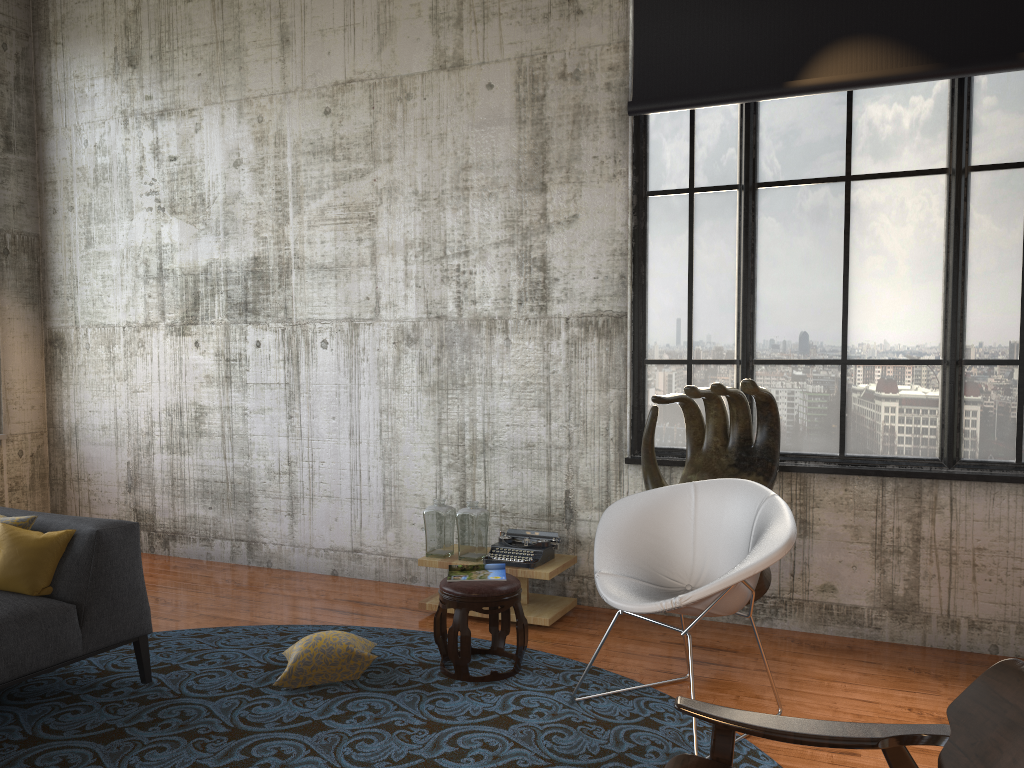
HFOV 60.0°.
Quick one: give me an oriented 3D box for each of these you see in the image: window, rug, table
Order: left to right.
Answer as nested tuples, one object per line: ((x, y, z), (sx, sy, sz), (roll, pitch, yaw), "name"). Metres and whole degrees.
((-1.295, 1.529, 2.897), (4.845, 0.009, 4.839), (-1, 2, -20), "rug")
((-0.086, 1.260, 5.538), (0.875, 0.359, 0.474), (1, 3, 24), "table")
((1.897, -1.201, 5.000), (2.578, 3.442, 0.050), (1, 4, 24), "window")

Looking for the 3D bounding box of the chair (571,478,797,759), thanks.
((0.774, 0.969, 3.968), (0.806, 1.032, 1.056), (-2, 3, -27), "chair")

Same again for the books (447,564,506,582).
((-0.182, 0.976, 4.588), (0.300, 0.043, 0.228), (0, 2, -2), "books")

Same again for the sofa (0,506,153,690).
((-2.989, 1.096, 3.328), (1.362, 0.863, 2.999), (1, 2, 26), "sofa")

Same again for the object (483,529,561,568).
((0.050, 1.007, 5.435), (0.423, 0.153, 0.381), (1, 2, 24), "object")

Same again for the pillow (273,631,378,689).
((-0.932, 1.380, 4.498), (0.503, 0.248, 0.480), (-1, 2, -10), "pillow")

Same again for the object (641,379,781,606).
((1.083, 0.611, 4.869), (0.727, 1.299, 0.455), (2, 4, 36), "object")

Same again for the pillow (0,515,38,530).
((-2.518, 0.777, 4.200), (0.536, 0.447, 0.260), (1, 4, 31), "pillow")

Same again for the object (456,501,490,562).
((-0.242, 0.906, 5.467), (0.163, 0.362, 0.162), (2, 4, 27), "object")

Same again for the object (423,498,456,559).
((-0.453, 0.903, 5.562), (0.163, 0.362, 0.163), (1, 4, 22), "object")

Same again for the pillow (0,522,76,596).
((-2.230, 0.800, 4.039), (0.434, 0.319, 0.168), (0, 3, -1), "pillow")

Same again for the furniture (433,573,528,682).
((-0.163, 1.229, 4.566), (0.432, 0.478, 0.431), (-1, 3, -21), "furniture")

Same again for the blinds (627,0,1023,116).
((1.818, -2.320, 4.769), (2.442, 1.467, 0.150), (1, 4, 24), "blinds")

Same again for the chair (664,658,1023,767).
((0.847, 1.148, 2.220), (1.043, 0.795, 0.873), (1, 3, 14), "chair")
